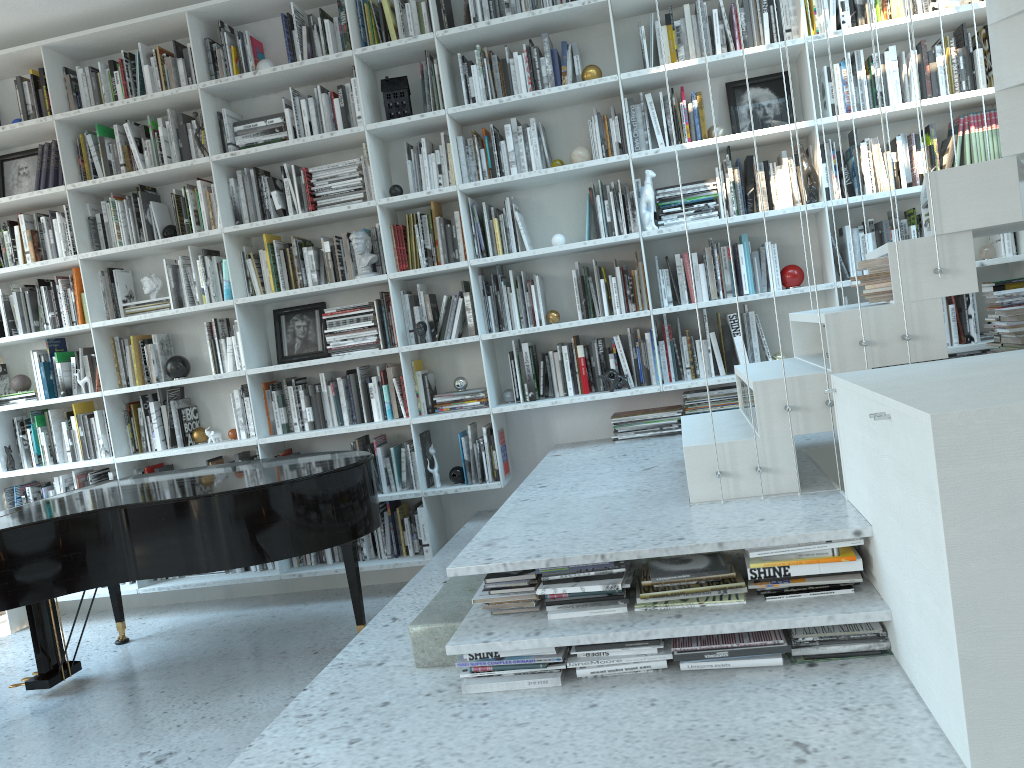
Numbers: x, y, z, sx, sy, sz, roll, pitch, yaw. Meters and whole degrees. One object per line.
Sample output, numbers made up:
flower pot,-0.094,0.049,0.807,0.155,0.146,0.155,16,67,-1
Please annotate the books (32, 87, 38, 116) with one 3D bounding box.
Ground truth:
books,-2.566,-1.536,4.881,0.010,0.264,0.156,-8,4,11

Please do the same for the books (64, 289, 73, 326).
books,-2.438,-0.420,4.975,0.012,0.217,0.160,-8,4,11

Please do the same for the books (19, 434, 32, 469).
books,-2.725,0.375,5.070,0.019,0.189,0.193,-8,4,11

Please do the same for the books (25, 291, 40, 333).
books,-2.657,-0.402,5.008,0.023,0.242,0.184,-8,4,11

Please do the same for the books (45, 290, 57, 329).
books,-2.540,-0.411,4.982,0.013,0.229,0.176,-8,4,11

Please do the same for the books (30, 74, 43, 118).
books,-2.556,-1.543,4.879,0.011,0.274,0.183,-8,4,11

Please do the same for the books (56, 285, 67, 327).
books,-2.492,-0.430,4.989,0.011,0.252,0.139,-8,4,11

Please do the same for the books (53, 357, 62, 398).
books,-2.533,-0.044,5.037,0.030,0.231,0.147,-8,4,11

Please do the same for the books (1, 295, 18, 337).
books,-2.811,-0.383,5.034,0.011,0.246,0.176,-8,4,11

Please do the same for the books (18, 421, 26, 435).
books,-2.740,0.338,5.086,0.007,0.264,0.176,-8,4,11

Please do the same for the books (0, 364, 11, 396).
books,-2.961,0.010,5.105,0.028,0.243,0.156,-8,4,11

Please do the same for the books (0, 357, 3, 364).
books,-2.982,-0.009,5.117,0.012,0.285,0.159,-8,4,11

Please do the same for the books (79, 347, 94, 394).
books,-2.366,-0.078,4.984,0.060,0.255,0.158,-8,4,11

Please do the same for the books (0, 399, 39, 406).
books,-2.784,0.101,5.084,0.285,0.012,0.159,-8,3,14

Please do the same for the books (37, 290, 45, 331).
books,-2.620,-0.415,5.018,0.048,0.256,0.141,-8,4,11

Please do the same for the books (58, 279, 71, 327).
books,-2.457,-0.446,4.962,0.015,0.275,0.157,-8,4,11

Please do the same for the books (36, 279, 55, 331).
books,-2.597,-0.439,4.993,0.013,0.300,0.151,-8,4,11

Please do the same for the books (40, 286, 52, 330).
books,-2.576,-0.421,5.002,0.021,0.257,0.155,-8,4,11

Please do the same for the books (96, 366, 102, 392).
books,-2.228,-0.106,4.922,0.082,0.276,0.228,-8,4,11

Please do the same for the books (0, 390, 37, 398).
books,-2.791,0.053,5.085,0.254,0.012,0.160,-8,3,12

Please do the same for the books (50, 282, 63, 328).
books,-2.517,-0.437,4.983,0.012,0.272,0.145,-8,4,11

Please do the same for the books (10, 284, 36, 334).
books,-2.741,-0.416,5.020,0.011,0.293,0.183,-8,4,11

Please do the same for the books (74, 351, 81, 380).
books,-2.398,-0.068,5.006,0.013,0.242,0.141,-8,4,11

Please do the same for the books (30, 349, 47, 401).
books,-2.653,-0.054,5.041,0.012,0.285,0.159,-8,4,11

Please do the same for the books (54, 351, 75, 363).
books,-2.497,-0.057,5.004,0.011,0.250,0.171,-8,4,11

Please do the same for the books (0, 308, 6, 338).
books,-2.872,-0.352,5.034,0.028,0.204,0.188,-8,4,11

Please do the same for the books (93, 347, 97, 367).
books,-2.269,-0.090,4.971,0.021,0.251,0.154,-8,4,11

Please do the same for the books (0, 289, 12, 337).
books,-2.829,-0.398,5.044,0.023,0.281,0.174,-8,4,11

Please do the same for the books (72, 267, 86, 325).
books,-2.376,-0.483,4.953,0.035,0.326,0.170,-8,4,11

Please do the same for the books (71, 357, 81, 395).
books,-2.430,-0.049,5.014,0.056,0.214,0.142,-8,4,11

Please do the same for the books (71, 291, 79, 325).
books,-2.391,-0.419,4.961,0.013,0.203,0.161,-8,4,11

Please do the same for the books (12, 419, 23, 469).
books,-2.797,0.334,5.116,0.008,0.285,0.159,-8,4,11

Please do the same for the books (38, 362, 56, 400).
books,-2.578,-0.024,5.007,0.029,0.208,0.189,-8,4,11

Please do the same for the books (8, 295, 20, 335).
books,-2.777,-0.387,5.051,0.049,0.243,0.139,-8,4,11

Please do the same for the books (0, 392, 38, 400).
books,-2.790,0.066,5.079,0.285,0.012,0.159,-8,3,15

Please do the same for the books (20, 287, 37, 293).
books,-2.707,-0.410,5.024,0.011,0.271,0.157,-8,4,11

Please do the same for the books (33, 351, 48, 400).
books,-2.635,-0.050,5.037,0.024,0.273,0.150,-8,4,11

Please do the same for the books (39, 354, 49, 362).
books,-2.606,-0.046,5.040,0.031,0.255,0.143,-8,4,11

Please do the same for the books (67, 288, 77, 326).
books,-2.421,-0.424,4.976,0.021,0.221,0.148,-8,4,11

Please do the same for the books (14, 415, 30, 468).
books,-2.773,0.327,5.102,0.014,0.294,0.171,-8,4,11

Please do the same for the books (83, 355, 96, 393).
books,-2.320,-0.060,4.970,0.030,0.208,0.172,-8,4,11

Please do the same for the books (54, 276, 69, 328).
books,-2.505,-0.455,4.995,0.011,0.304,0.129,-8,4,11

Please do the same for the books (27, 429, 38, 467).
books,-2.687,0.355,5.076,0.015,0.217,0.180,-8,4,11

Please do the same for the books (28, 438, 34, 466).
books,-2.699,0.355,5.091,0.015,0.218,0.176,-8,4,11

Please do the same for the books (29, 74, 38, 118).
books,-2.576,-1.545,4.894,0.013,0.283,0.166,-8,4,11

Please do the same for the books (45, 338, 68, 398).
books,-2.562,-0.093,5.032,0.011,0.336,0.153,-8,4,11

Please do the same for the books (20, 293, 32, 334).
books,-2.690,-0.395,5.006,0.024,0.237,0.166,-8,4,11

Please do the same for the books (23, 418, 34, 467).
books,-2.715,0.327,5.084,0.008,0.280,0.164,-8,4,11

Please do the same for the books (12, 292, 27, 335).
books,-2.724,-0.395,5.011,0.021,0.247,0.188,-8,4,11

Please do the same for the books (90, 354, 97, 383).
books,-2.290,-0.066,4.974,0.027,0.210,0.143,-8,4,11

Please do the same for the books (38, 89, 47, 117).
books,-2.519,-1.506,4.881,0.027,0.190,0.177,-8,4,11

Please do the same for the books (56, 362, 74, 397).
books,-2.475,-0.029,4.990,0.029,0.190,0.188,-8,4,11

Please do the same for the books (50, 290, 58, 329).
books,-2.525,-0.413,4.991,0.013,0.228,0.151,-8,4,11

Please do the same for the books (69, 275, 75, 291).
books,-2.408,-0.462,4.975,0.015,0.293,0.143,-8,4,11

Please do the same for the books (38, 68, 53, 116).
books,-2.504,-1.561,4.862,0.025,0.297,0.163,-8,4,11

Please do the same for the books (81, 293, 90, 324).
books,-2.334,-0.417,4.954,0.030,0.183,0.151,-8,4,11

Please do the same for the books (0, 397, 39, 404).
books,-2.785,0.089,5.088,0.254,0.012,0.160,-8,3,12

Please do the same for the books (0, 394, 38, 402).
books,-2.788,0.077,5.083,0.254,0.012,0.160,-8,3,8
